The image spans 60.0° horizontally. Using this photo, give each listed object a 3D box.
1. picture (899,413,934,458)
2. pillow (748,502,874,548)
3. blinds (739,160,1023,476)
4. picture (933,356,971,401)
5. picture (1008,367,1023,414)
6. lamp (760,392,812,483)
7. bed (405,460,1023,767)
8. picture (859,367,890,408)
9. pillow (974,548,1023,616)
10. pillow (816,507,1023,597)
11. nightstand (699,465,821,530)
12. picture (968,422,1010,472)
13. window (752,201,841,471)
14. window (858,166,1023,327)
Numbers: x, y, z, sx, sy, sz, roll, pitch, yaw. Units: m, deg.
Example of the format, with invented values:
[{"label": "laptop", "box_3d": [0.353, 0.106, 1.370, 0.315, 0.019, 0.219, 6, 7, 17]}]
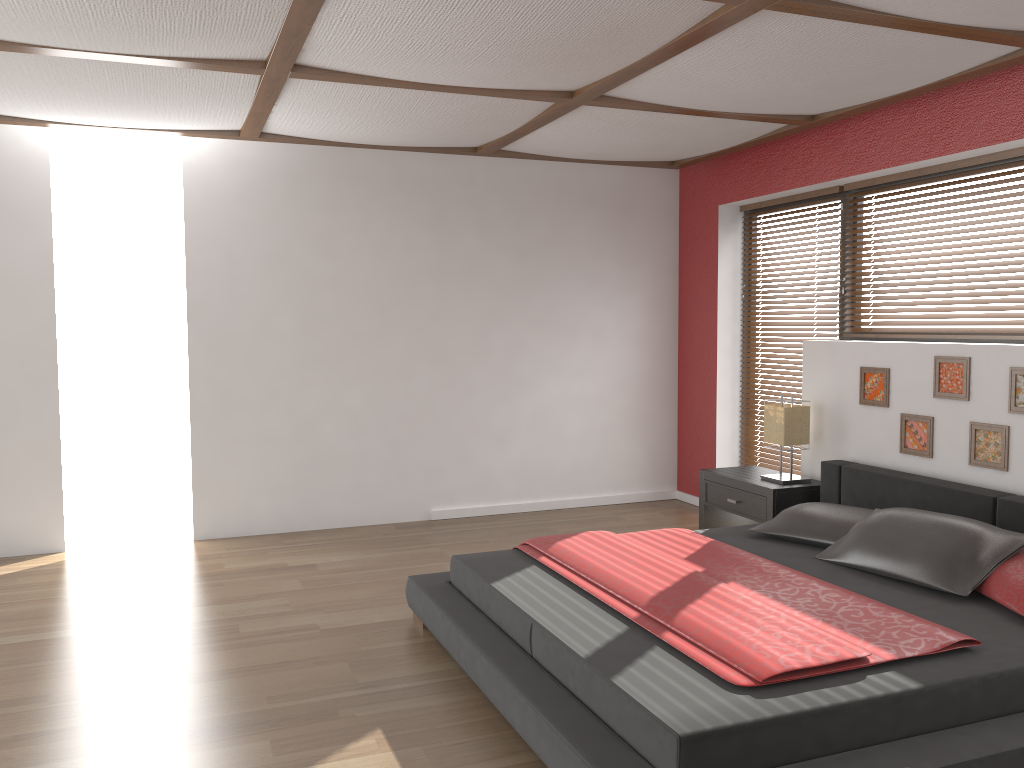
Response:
[{"label": "picture", "box_3d": [1.982, 0.252, 4.346, 0.010, 0.200, 0.200, -2, 4, -21]}, {"label": "pillow", "box_3d": [1.497, 0.648, 4.022, 0.745, 0.172, 0.418, 3, 5, 44]}, {"label": "blinds", "box_3d": [2.463, -0.040, 3.871, 0.032, 1.952, 4.840, -2, 4, -21]}, {"label": "picture", "box_3d": [2.052, -0.028, 4.141, 0.010, 0.200, 0.200, -2, 4, -21]}, {"label": "picture", "box_3d": [2.200, 0.032, 3.764, 0.010, 0.200, 0.200, -2, 4, -21]}, {"label": "lamp", "box_3d": [1.531, 0.290, 4.946, 0.200, 0.480, 0.200, -2, 4, -21]}, {"label": "bed", "box_3d": [0.992, 0.776, 3.493, 2.413, 0.577, 2.469, -2, 4, -21]}, {"label": "picture", "box_3d": [1.878, 0.014, 4.596, 0.010, 0.200, 0.200, -2, 4, -21]}, {"label": "pillow", "box_3d": [1.877, 0.702, 3.194, 0.418, 0.172, 0.745, 0, 4, -2]}, {"label": "pillow", "box_3d": [1.602, 0.630, 3.511, 0.386, 0.241, 0.744, -2, 4, -26]}, {"label": "nightstand", "box_3d": [1.438, 0.742, 5.110, 0.413, 0.423, 0.700, -2, 4, -21]}, {"label": "picture", "box_3d": [2.130, 0.277, 3.964, 0.010, 0.200, 0.200, -2, 4, -21]}, {"label": "window", "box_3d": [1.821, -0.195, 5.707, 0.020, 1.893, 0.889, -2, 4, -21]}, {"label": "window", "box_3d": [2.525, -0.619, 3.854, 0.020, 0.786, 2.817, -2, 4, -21]}]
